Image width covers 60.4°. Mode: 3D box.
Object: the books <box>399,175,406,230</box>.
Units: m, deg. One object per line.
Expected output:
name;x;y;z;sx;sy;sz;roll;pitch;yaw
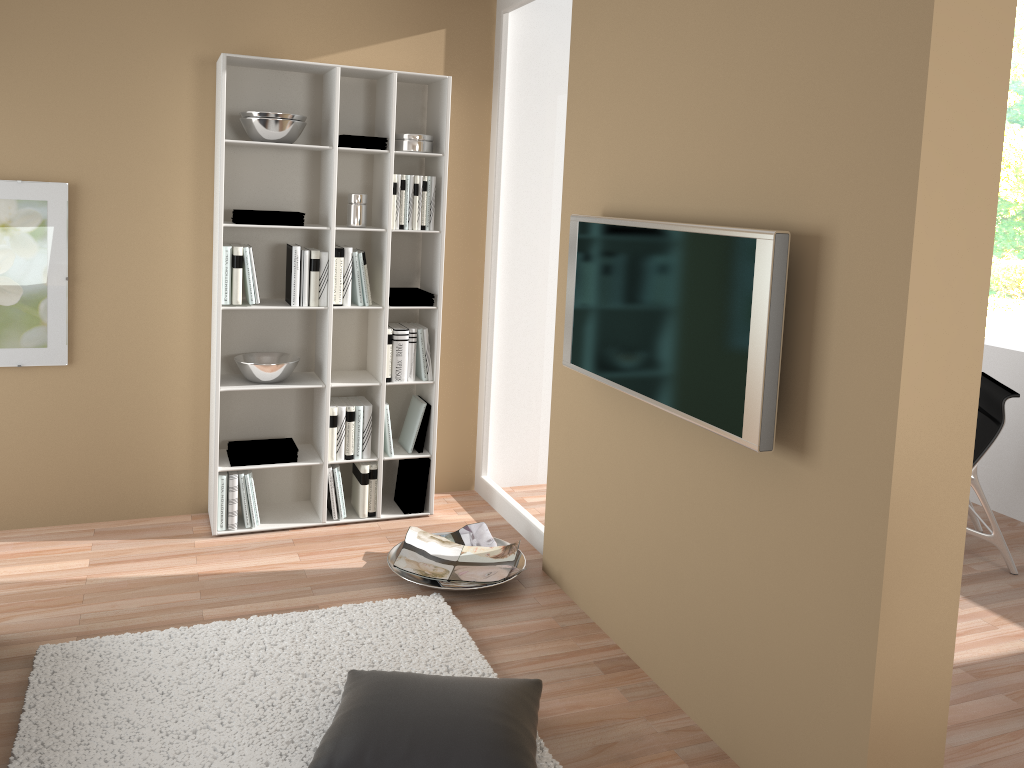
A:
books;-0.554;-0.881;4.255;0.020;0.255;0.211;1;8;-22

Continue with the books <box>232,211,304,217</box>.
books;-1.124;-0.783;4.054;0.297;0.007;0.214;-2;13;-22

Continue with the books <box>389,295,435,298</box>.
books;-0.528;-0.449;4.361;0.210;0.007;0.302;-2;13;-22

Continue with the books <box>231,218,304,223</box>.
books;-1.127;-0.755;4.053;0.297;0.006;0.214;-3;13;-24

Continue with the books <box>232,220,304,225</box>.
books;-1.125;-0.744;4.054;0.297;0.006;0.214;-2;13;-22

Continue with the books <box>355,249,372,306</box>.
books;-0.723;-0.519;4.254;0.058;0.255;0.211;1;8;-22

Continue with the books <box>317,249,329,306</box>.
books;-0.906;-0.505;4.159;0.040;0.248;0.211;1;8;-22

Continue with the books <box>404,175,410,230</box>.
books;-0.535;-0.882;4.264;0.020;0.255;0.211;1;8;-22

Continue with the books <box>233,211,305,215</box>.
books;-1.119;-0.787;4.051;0.297;0.007;0.214;-2;13;-22

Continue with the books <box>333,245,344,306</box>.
books;-0.847;-0.519;4.192;0.053;0.269;0.210;1;8;-22

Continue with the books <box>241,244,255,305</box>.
books;-1.211;-0.504;4.024;0.060;0.256;0.211;1;8;-22

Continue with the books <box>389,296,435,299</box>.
books;-0.528;-0.444;4.361;0.210;0.007;0.302;-2;13;-22

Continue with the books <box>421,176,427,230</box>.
books;-0.455;-0.884;4.295;0.020;0.255;0.211;1;8;-22

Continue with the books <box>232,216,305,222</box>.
books;-1.123;-0.761;4.053;0.297;0.006;0.214;-2;13;-22

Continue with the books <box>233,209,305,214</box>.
books;-1.119;-0.793;4.052;0.297;0.006;0.214;-2;13;-22

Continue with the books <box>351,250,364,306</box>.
books;-0.758;-0.515;4.227;0.060;0.256;0.211;1;8;-22

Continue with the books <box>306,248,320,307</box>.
books;-0.942;-0.505;4.137;0.040;0.255;0.211;1;8;-22

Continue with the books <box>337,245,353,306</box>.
books;-0.804;-0.522;4.211;0.040;0.272;0.210;1;8;-22

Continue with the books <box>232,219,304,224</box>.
books;-1.125;-0.749;4.054;0.297;0.006;0.214;-2;13;-22

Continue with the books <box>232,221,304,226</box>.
books;-1.126;-0.738;4.053;0.297;0.007;0.214;-2;13;-22

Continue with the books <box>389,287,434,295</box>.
books;-0.529;-0.459;4.355;0.210;0.006;0.302;-2;13;-22

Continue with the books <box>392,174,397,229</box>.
books;-0.591;-0.878;4.234;0.020;0.255;0.211;1;8;-22

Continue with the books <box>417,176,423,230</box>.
books;-0.476;-0.884;4.289;0.020;0.255;0.211;1;8;-22

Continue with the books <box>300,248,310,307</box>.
books;-0.983;-0.505;4.126;0.040;0.255;0.211;1;8;-22

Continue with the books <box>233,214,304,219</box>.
books;-1.123;-0.771;4.050;0.297;0.006;0.214;-2;13;-21

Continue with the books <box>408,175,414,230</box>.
books;-0.515;-0.882;4.272;0.020;0.255;0.211;1;8;-22

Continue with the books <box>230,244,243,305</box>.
books;-1.256;-0.502;4.003;0.040;0.255;0.211;1;8;-22

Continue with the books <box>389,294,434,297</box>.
books;-0.531;-0.454;4.356;0.210;0.007;0.302;-2;13;-22

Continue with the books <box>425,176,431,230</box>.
books;-0.436;-0.885;4.304;0.020;0.255;0.211;1;8;-22

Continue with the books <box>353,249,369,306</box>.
books;-0.733;-0.513;4.233;0.058;0.255;0.211;1;8;-22

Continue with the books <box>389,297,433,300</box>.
books;-0.533;-0.439;4.361;0.210;0.006;0.302;-2;13;-21

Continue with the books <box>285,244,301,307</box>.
books;-1.021;-0.512;4.109;0.040;0.272;0.211;1;8;-22

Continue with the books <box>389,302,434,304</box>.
books;-0.533;-0.416;4.363;0.210;0.006;0.302;-2;13;-22

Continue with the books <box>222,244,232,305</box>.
books;-1.301;-0.502;3.991;0.040;0.255;0.211;1;8;-22

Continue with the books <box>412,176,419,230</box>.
books;-0.493;-0.882;4.275;0.020;0.255;0.211;1;8;-22

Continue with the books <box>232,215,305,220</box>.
books;-1.123;-0.766;4.053;0.297;0.006;0.214;-2;13;-22

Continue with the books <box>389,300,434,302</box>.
books;-0.531;-0.427;4.361;0.210;0.006;0.302;-2;13;-22

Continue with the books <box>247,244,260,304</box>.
books;-1.194;-0.508;4.044;0.058;0.255;0.211;1;8;-22

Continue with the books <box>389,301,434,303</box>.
books;-0.533;-0.423;4.364;0.210;0.006;0.302;-3;13;-24

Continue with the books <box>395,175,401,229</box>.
books;-0.574;-0.880;4.249;0.020;0.255;0.211;1;8;-22

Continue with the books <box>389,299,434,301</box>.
books;-0.531;-0.432;4.360;0.210;0.006;0.302;-2;13;-22

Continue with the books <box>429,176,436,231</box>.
books;-0.416;-0.886;4.312;0.020;0.255;0.211;1;8;-22
